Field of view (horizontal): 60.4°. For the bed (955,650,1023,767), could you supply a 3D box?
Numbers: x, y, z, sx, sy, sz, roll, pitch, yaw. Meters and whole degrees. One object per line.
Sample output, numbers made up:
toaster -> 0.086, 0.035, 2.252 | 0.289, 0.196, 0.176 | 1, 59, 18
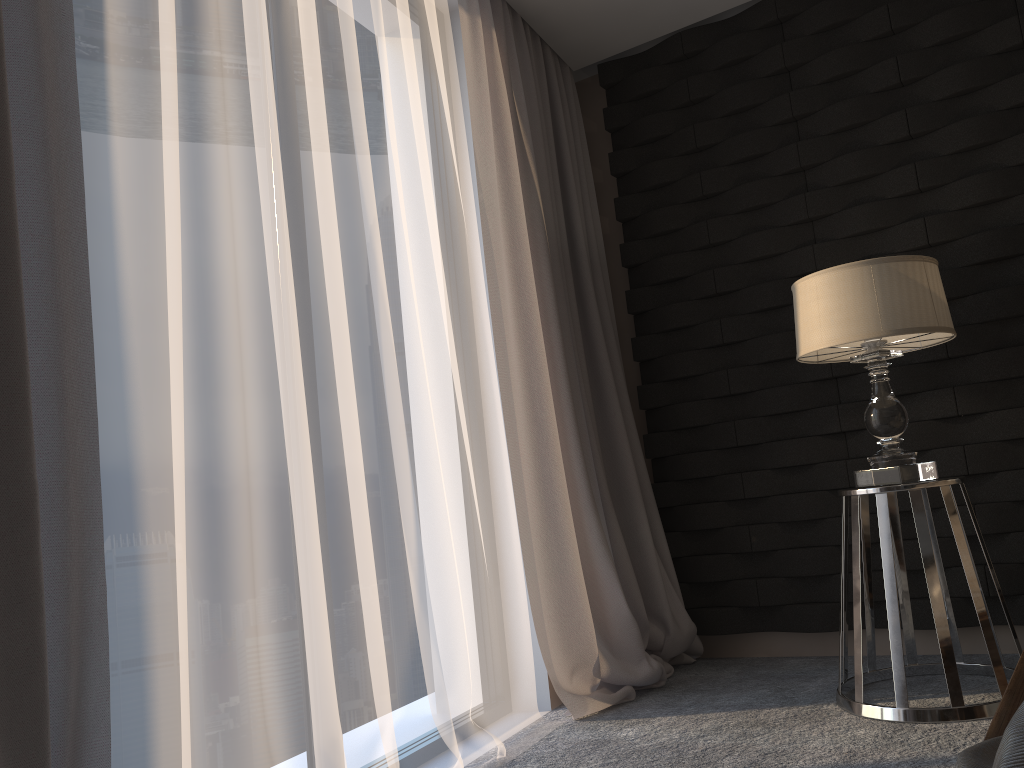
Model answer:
bed -> 1.910, 0.312, 1.262 | 2.180, 0.624, 2.408 | -12, -9, 33

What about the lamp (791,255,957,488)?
lamp -> 1.100, -0.018, 2.634 | 0.486, 0.630, 0.446 | -3, -9, -25

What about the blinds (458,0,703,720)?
blinds -> 0.262, -0.248, 3.186 | 0.327, 2.640, 1.041 | -10, -9, 25

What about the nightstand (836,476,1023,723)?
nightstand -> 1.173, 0.589, 2.542 | 0.581, 0.603, 0.521 | 2, -11, -45

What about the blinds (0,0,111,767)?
blinds -> -0.839, -0.434, 0.887 | 0.343, 2.641, 1.094 | -10, -9, 26
